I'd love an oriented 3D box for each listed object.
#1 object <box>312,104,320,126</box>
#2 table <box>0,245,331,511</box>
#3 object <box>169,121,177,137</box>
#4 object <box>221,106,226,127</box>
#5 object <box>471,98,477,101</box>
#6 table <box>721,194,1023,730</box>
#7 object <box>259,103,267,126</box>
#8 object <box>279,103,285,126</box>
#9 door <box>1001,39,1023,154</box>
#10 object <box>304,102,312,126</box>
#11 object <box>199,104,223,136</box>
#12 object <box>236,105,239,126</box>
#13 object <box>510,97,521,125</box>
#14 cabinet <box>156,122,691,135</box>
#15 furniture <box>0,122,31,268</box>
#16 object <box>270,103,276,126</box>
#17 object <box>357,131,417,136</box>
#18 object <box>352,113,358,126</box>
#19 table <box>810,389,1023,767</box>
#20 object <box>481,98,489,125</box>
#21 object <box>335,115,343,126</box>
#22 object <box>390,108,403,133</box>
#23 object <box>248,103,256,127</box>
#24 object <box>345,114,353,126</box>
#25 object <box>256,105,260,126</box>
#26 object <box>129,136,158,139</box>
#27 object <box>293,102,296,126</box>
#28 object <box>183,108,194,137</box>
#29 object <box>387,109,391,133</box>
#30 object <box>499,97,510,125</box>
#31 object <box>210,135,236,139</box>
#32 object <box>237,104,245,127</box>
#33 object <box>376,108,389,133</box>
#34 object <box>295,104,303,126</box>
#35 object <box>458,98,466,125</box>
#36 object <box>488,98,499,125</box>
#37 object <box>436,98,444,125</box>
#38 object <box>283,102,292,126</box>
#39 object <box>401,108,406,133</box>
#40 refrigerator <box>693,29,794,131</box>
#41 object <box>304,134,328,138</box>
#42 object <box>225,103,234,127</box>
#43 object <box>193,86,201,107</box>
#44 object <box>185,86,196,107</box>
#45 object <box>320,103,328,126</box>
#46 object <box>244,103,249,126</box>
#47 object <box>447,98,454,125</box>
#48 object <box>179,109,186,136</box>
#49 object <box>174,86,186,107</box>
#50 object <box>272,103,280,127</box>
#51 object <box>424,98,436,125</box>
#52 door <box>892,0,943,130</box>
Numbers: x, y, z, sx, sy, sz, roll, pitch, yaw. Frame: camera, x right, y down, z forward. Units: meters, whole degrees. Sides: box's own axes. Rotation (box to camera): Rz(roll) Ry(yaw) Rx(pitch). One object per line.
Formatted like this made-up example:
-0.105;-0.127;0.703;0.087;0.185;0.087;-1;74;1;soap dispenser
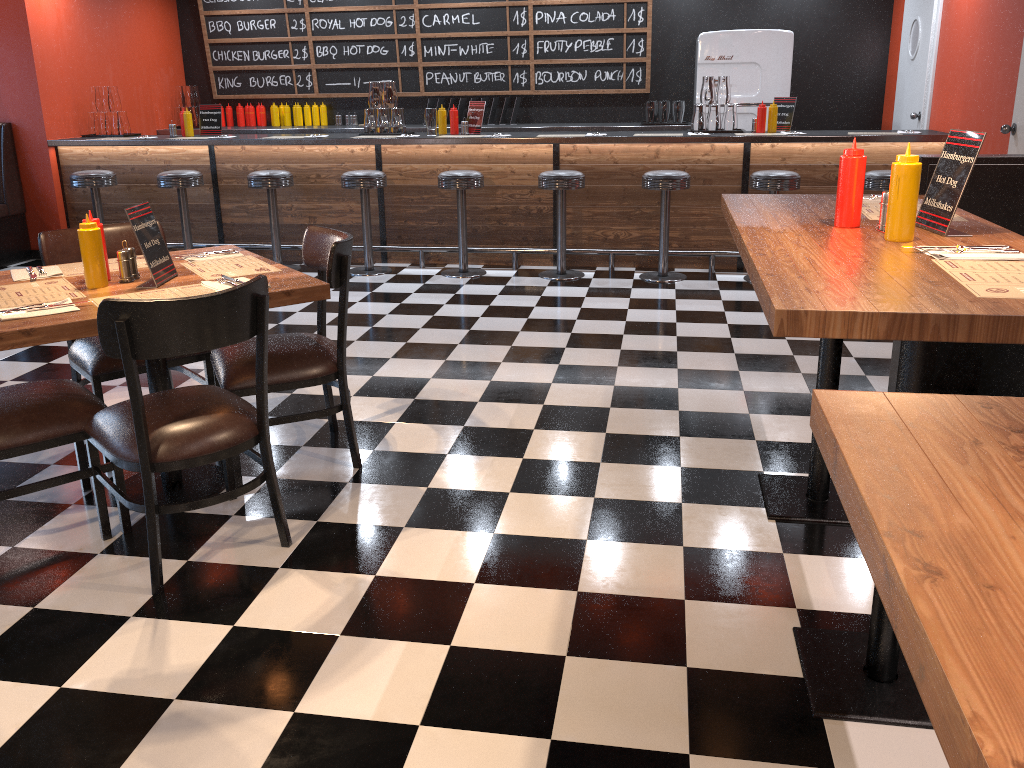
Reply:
-2.028;-2.791;9.156;0.068;0.235;0.068;2;17;11;object
-1.255;0.013;3.103;0.964;0.764;0.964;-13;22;-33;table
-2.854;-2.146;7.453;0.094;0.134;0.047;16;24;43;object
-3.052;-2.822;9.297;0.068;0.235;0.068;-5;17;-12;object
-0.407;-2.721;8.841;0.070;0.255;0.191;3;18;12;object
0.958;0.081;2.448;0.696;0.987;1.713;2;18;9;table
-2.595;-2.802;9.217;0.068;0.235;0.068;3;17;12;object
-2.387;-2.809;9.225;0.068;0.235;0.068;3;17;12;object
2.808;-1.317;4.670;0.161;2.152;1.039;2;17;9;door
-2.114;-2.791;9.161;0.068;0.235;0.068;1;17;7;object
-2.572;-2.251;7.561;0.188;0.254;0.073;-1;17;0;object
-2.859;-2.830;9.310;0.068;0.235;0.068;3;17;12;object
0.037;-2.703;8.767;0.072;0.254;0.190;3;18;14;object
-0.897;-2.079;8.905;5.285;0.987;0.683;2;18;9;cabinet
-5.029;-1.543;7.286;1.709;1.140;0.715;2;17;9;furniture
-2.476;-2.807;9.224;0.068;0.235;0.068;-5;17;-12;object
-1.034;-2.077;7.341;0.437;0.018;0.276;2;19;9;object
-1.605;-2.713;9.064;0.047;0.134;0.095;0;17;5;object
0.603;0.767;0.445;0.696;0.987;1.713;2;18;9;table
-0.295;-2.716;8.823;0.072;0.254;0.190;5;18;19;object
-1.785;-2.731;9.127;0.094;0.134;0.047;16;24;43;object
-0.942;-2.142;7.232;0.106;0.206;0.106;-13;21;-33;object
-2.708;-2.801;9.219;0.068;0.235;0.068;3;17;12;object
-1.673;-2.729;9.115;0.094;0.134;0.047;-13;21;-33;object
-2.644;-2.827;9.292;0.068;0.235;0.068;2;17;11;object
-3.056;-2.055;7.374;0.157;0.019;0.258;1;19;5;object
-2.241;-2.806;9.211;0.068;0.235;0.068;-5;17;-13;object
-2.726;-2.205;7.461;0.068;0.235;0.068;2;17;11;object
-1.050;-2.185;7.364;0.106;0.206;0.106;-13;21;-33;object
-0.073;-2.707;8.785;0.074;0.254;0.191;3;18;12;object
-2.370;-2.032;7.274;0.157;0.019;0.258;4;19;15;object
-2.822;-2.800;9.222;0.068;0.235;0.068;-5;17;-12;object
-1.061;-2.150;7.259;0.106;0.206;0.106;-13;21;-33;object
-2.199;-2.784;9.143;0.068;0.235;0.068;-5;17;-13;object
-0.516;-2.725;8.860;0.072;0.254;0.190;3;18;14;object
-0.184;-2.712;8.804;0.072;0.254;0.190;3;18;14;object
-0.737;-2.733;8.895;0.073;0.257;0.194;3;18;12;object
-2.328;-2.794;9.180;0.068;0.235;0.068;1;17;8;object
-0.933;-2.181;7.345;0.106;0.206;0.106;-13;21;-33;object
2.087;-2.307;8.195;0.803;1.781;0.860;2;17;9;refrigerator
-1.577;-2.008;7.164;0.157;0.019;0.258;1;19;5;object
-2.961;-2.820;9.287;0.068;0.235;0.068;7;19;25;object
-3.292;-2.989;9.200;0.105;0.206;0.107;-2;17;-5;object
-3.302;-2.951;9.088;0.105;0.206;0.107;-2;17;-5;object
-1.944;-2.788;9.143;0.068;0.235;0.068;3;17;12;object
-2.765;-2.825;9.291;0.068;0.235;0.068;3;17;12;object
-0.626;-2.730;8.878;0.072;0.254;0.190;0;17;5;object
-2.787;-2.231;7.541;0.068;0.235;0.068;2;17;11;object
-3.414;-2.954;9.101;0.105;0.206;0.107;-2;17;-5;object
-2.440;-2.780;9.142;0.068;0.235;0.068;-5;17;-13;object
-0.827;-2.739;8.915;0.070;0.255;0.191;4;18;16;object
3.278;-2.226;7.325;0.161;2.152;1.039;2;17;9;door
